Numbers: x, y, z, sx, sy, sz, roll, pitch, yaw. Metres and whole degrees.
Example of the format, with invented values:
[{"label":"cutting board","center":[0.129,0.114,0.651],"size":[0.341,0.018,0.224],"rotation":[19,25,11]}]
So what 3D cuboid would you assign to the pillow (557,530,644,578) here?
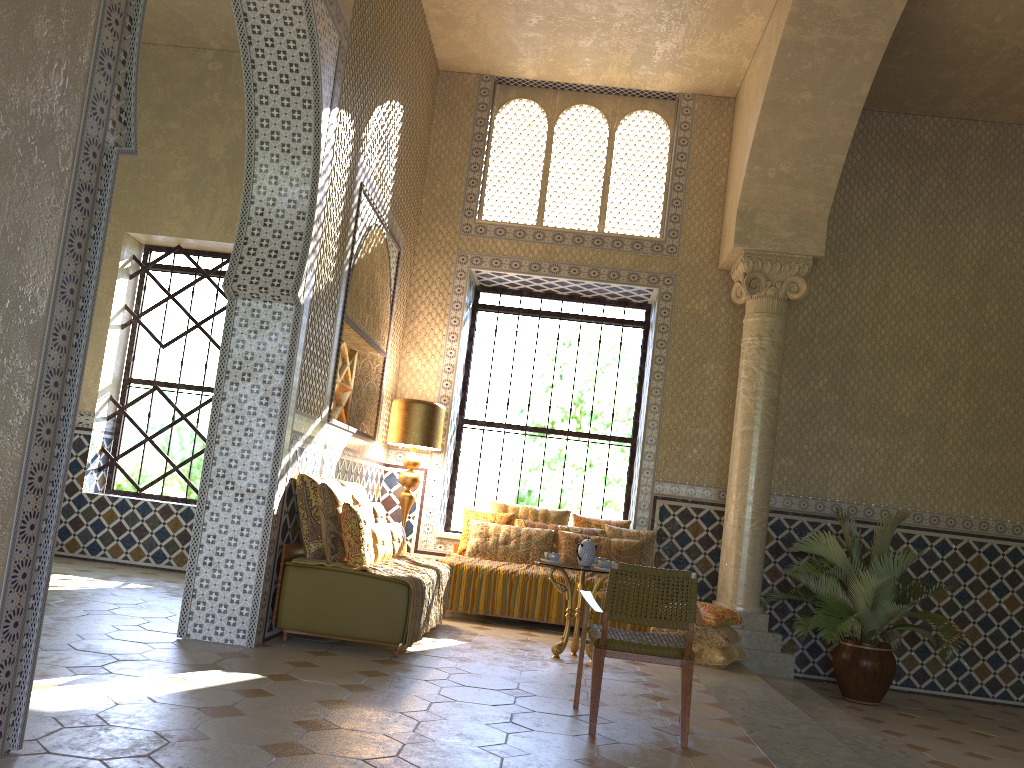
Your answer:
[{"label":"pillow","center":[1.183,2.336,12.050],"size":[1.191,0.544,0.331],"rotation":[6,-6,3]}]

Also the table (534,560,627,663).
[{"label":"table","center":[0.723,2.449,9.489],"size":[1.099,0.975,1.108],"rotation":[3,-8,33]}]

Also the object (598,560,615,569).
[{"label":"object","center":[0.984,1.896,9.244],"size":[0.183,0.100,0.185],"rotation":[7,-7,0]}]

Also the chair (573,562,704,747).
[{"label":"chair","center":[0.960,1.958,6.672],"size":[0.950,1.203,0.912],"rotation":[7,-6,4]}]

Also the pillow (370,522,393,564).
[{"label":"pillow","center":[-1.449,1.715,9.456],"size":[0.271,0.448,0.989],"rotation":[7,-8,4]}]

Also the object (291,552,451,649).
[{"label":"object","center":[-1.433,2.232,9.581],"size":[1.313,0.714,2.905],"rotation":[6,-8,4]}]

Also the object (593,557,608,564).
[{"label":"object","center":[0.966,1.985,9.878],"size":[0.184,0.100,0.184],"rotation":[8,-7,-8]}]

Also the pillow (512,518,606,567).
[{"label":"pillow","center":[0.627,2.249,12.306],"size":[1.341,0.612,0.372],"rotation":[6,-6,3]}]

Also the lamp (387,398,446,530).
[{"label":"lamp","center":[-1.446,1.635,12.116],"size":[0.739,2.800,0.737],"rotation":[10,-6,-27]}]

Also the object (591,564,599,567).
[{"label":"object","center":[0.961,2.022,9.875],"size":[0.256,0.032,0.256],"rotation":[9,-8,-17]}]

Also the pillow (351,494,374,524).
[{"label":"pillow","center":[-1.632,1.551,9.568],"size":[0.340,0.689,0.745],"rotation":[7,-7,4]}]

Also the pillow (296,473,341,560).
[{"label":"pillow","center":[-1.923,1.368,9.073],"size":[0.422,0.828,1.200],"rotation":[7,-7,4]}]

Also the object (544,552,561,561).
[{"label":"object","center":[0.436,1.875,9.557],"size":[0.184,0.100,0.184],"rotation":[9,-8,-15]}]

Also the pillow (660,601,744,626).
[{"label":"pillow","center":[2.246,2.763,10.579],"size":[0.803,0.309,0.753],"rotation":[1,-10,37]}]

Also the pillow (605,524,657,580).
[{"label":"pillow","center":[1.622,2.334,12.271],"size":[0.740,0.690,0.342],"rotation":[6,-6,4]}]

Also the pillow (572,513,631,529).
[{"label":"pillow","center":[1.234,2.282,12.574],"size":[0.855,0.796,0.395],"rotation":[6,-6,4]}]

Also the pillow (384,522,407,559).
[{"label":"pillow","center":[-1.404,1.854,10.387],"size":[0.271,0.448,0.989],"rotation":[7,-8,4]}]

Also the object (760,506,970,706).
[{"label":"object","center":[4.639,2.783,11.223],"size":[2.645,2.489,2.174],"rotation":[8,-6,-10]}]

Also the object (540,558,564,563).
[{"label":"object","center":[0.431,1.912,9.555],"size":[0.256,0.032,0.256],"rotation":[9,-8,-17]}]

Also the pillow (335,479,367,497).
[{"label":"pillow","center":[-1.865,1.545,10.263],"size":[0.422,0.828,1.200],"rotation":[7,-7,4]}]

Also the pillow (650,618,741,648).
[{"label":"pillow","center":[2.206,2.967,10.570],"size":[0.930,0.345,0.887],"rotation":[4,-8,24]}]

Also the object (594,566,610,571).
[{"label":"object","center":[0.978,1.934,9.240],"size":[0.256,0.032,0.257],"rotation":[7,-8,0]}]

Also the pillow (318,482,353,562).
[{"label":"pillow","center":[-1.739,1.398,8.836],"size":[0.383,0.776,0.839],"rotation":[7,-7,4]}]

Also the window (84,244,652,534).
[{"label":"window","center":[-2.240,0.186,13.754],"size":[8.483,3.971,0.577],"rotation":[7,-5,0]}]

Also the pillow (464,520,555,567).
[{"label":"pillow","center":[-0.032,2.198,12.122],"size":[1.191,0.544,0.331],"rotation":[6,-6,3]}]

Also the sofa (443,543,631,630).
[{"label":"sofa","center":[0.479,2.821,12.012],"size":[2.848,0.933,1.281],"rotation":[6,-7,3]}]

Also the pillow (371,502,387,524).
[{"label":"pillow","center":[-1.597,1.699,10.364],"size":[0.313,0.634,0.686],"rotation":[7,-7,4]}]

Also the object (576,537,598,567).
[{"label":"object","center":[0.807,1.815,9.585],"size":[0.273,0.322,0.200],"rotation":[8,-6,-7]}]

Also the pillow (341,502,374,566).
[{"label":"pillow","center":[-1.498,1.499,8.670],"size":[0.345,0.648,0.689],"rotation":[7,-7,3]}]

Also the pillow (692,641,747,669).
[{"label":"pillow","center":[2.201,3.169,10.561],"size":[0.989,0.366,1.050],"rotation":[3,-9,28]}]

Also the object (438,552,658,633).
[{"label":"object","center":[0.437,2.799,11.953],"size":[2.884,0.714,1.323],"rotation":[6,-7,4]}]

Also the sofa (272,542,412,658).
[{"label":"sofa","center":[-1.494,2.235,9.596],"size":[1.273,0.932,2.868],"rotation":[6,-8,4]}]

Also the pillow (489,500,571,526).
[{"label":"pillow","center":[0.207,2.129,12.579],"size":[1.192,0.828,0.425],"rotation":[7,-6,3]}]

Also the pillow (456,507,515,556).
[{"label":"pillow","center":[-0.369,2.109,12.388],"size":[0.740,0.690,0.342],"rotation":[6,-6,4]}]
